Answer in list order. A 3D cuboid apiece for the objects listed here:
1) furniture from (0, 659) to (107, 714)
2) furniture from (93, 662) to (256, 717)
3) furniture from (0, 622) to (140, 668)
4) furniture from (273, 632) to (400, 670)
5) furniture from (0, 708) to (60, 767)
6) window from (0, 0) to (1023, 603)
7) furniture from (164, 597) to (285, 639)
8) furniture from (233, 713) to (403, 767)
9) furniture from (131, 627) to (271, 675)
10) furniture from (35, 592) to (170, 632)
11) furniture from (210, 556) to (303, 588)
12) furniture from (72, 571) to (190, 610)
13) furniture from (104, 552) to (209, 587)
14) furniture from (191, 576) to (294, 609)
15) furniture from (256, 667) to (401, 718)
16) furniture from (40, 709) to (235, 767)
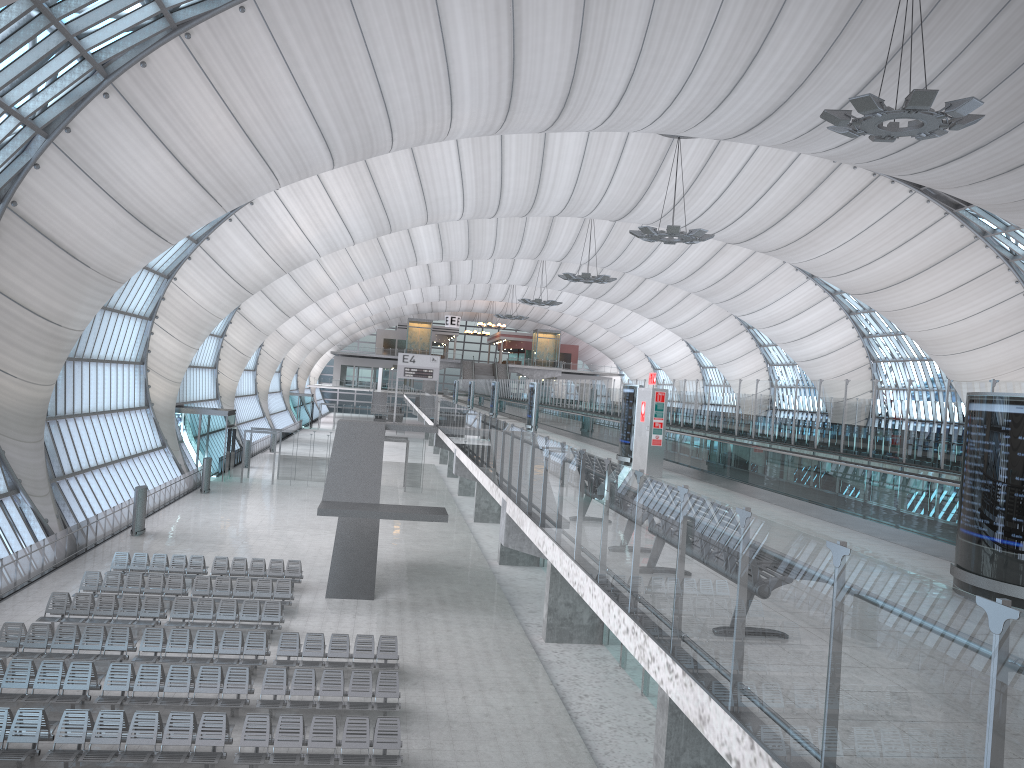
[{"bbox_3d":[-9.133,5.572,16.438,2.705,0.913,1.572,4,0,-8],"label":"furniture"},{"bbox_3d":[-6.323,5.784,16.830,2.705,0.913,1.572,4,0,-8],"label":"furniture"},{"bbox_3d":[-9.464,5.559,18.817,2.705,0.913,1.572,4,0,-8],"label":"furniture"},{"bbox_3d":[-3.843,5.983,19.600,2.705,0.913,1.572,4,0,-8],"label":"furniture"},{"bbox_3d":[-8.803,5.586,14.060,2.705,0.913,1.572,4,0,-8],"label":"furniture"},{"bbox_3d":[2.173,-2.723,78.713,50.537,20.004,167.818,4,0,-8],"label":"window"},{"bbox_3d":[-7.021,5.757,21.854,2.705,0.913,1.572,4,0,-8],"label":"furniture"},{"bbox_3d":[-3.182,6.010,14.844,2.705,0.913,1.572,4,0,-8],"label":"furniture"},{"bbox_3d":[-6.653,5.771,19.208,2.705,0.913,1.572,4,0,-8],"label":"furniture"},{"bbox_3d":[-9.832,5.545,21.462,2.705,0.913,1.572,4,0,-8],"label":"furniture"},{"bbox_3d":[-7.708,5.729,26.796,2.705,0.913,1.572,4,0,-8],"label":"furniture"},{"bbox_3d":[-10.155,5.532,23.789,2.705,0.913,1.572,4,0,-8],"label":"furniture"},{"bbox_3d":[-10.519,5.517,26.404,2.705,0.913,1.572,4,0,-8],"label":"furniture"},{"bbox_3d":[-7.345,5.744,24.180,2.705,0.913,1.572,4,0,-8],"label":"furniture"},{"bbox_3d":[-3.512,5.996,17.222,2.705,0.913,1.572,4,0,-8],"label":"furniture"},{"bbox_3d":[-5.992,5.798,14.452,2.705,0.913,1.572,4,0,-8],"label":"furniture"}]
